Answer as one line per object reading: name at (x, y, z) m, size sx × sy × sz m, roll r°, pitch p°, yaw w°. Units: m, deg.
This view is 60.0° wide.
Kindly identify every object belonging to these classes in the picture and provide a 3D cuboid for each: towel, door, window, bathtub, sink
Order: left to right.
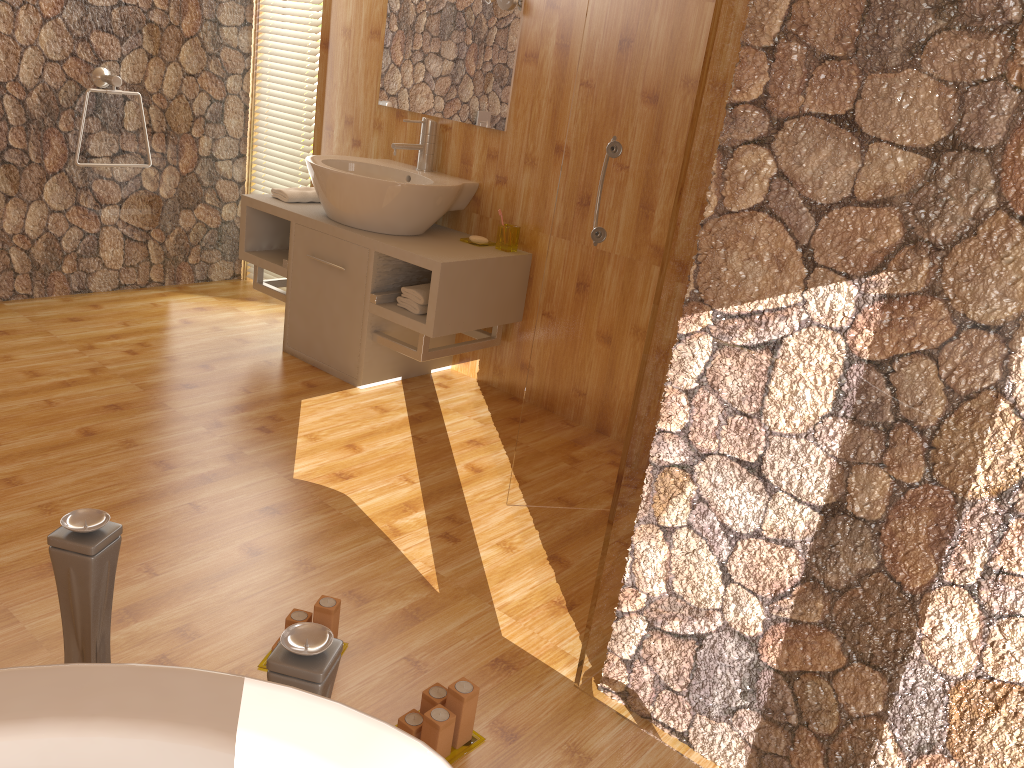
towel at (-0.866, -0.788, 3.678) m, size 0.225 × 0.048 × 0.140 m, roll -11°, pitch 28°, yaw -44°
sink at (-0.490, -0.818, 3.390) m, size 0.634 × 0.409 × 0.533 m, roll 23°, pitch 24°, yaw 34°
towel at (-0.296, -0.303, 3.263) m, size 0.225 × 0.048 × 0.140 m, roll -11°, pitch 28°, yaw -44°
towel at (-0.279, -0.337, 3.252) m, size 0.225 × 0.048 × 0.140 m, roll -11°, pitch 28°, yaw -44°
bathtub at (0.020, 0.767, 0.155) m, size 1.946 × 0.900 × 0.977 m, roll 24°, pitch 25°, yaw 37°
window at (0.422, -0.937, 3.150) m, size 3.964 × 2.164 × 0.010 m, roll 23°, pitch 24°, yaw 34°
door at (0.614, -0.623, 2.361) m, size 0.983 × 2.147 × 0.077 m, roll 4°, pitch 20°, yaw -12°

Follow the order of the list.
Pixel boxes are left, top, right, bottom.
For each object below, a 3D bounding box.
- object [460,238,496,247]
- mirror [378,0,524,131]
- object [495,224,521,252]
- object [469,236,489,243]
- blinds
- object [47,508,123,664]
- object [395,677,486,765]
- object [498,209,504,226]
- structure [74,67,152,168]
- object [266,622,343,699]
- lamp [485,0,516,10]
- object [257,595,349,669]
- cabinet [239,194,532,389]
object at (-0.129, -0.541, 3.373) m, size 0.100 × 0.010 × 0.100 m, roll 23°, pitch 24°, yaw 34°
mirror at (-0.254, -1.302, 3.431) m, size 0.698 × 0.523 × 0.005 m, roll 23°, pitch 24°, yaw 34°
object at (-0.015, -0.546, 3.313) m, size 0.060 × 0.093 × 0.060 m, roll 23°, pitch 24°, yaw 34°
object at (-0.126, -0.549, 3.372) m, size 0.075 × 0.023 × 0.050 m, roll 3°, pitch 20°, yaw -17°
blinds at (-1.016, -1.494, 4.040) m, size 0.420 × 2.178 × 0.042 m, roll 23°, pitch 24°, yaw 34°
object at (0.471, -0.189, 1.502) m, size 2.276 × 1.921 × 0.347 m, roll 5°, pitch 20°, yaw -10°
object at (-0.140, 0.615, 1.671) m, size 0.141 × 0.131 × 0.141 m, roll 23°, pitch 24°, yaw 34°
object at (-0.032, -0.583, 3.300) m, size 0.063 × 0.132 × 0.012 m, roll 0°, pitch 21°, yaw -23°
structure at (-1.666, -1.101, 3.669) m, size 0.133 × 0.387 × 0.332 m, roll 23°, pitch 24°, yaw 34°
object at (-0.304, 0.556, 1.244) m, size 0.080 × 0.478 × 0.080 m, roll 12°, pitch 20°, yaw 8°
lamp at (-0.055, -1.384, 3.160) m, size 0.080 × 0.080 × 0.124 m, roll 23°, pitch 24°, yaw 34°
object at (-0.426, 0.510, 1.839) m, size 0.141 × 0.131 × 0.141 m, roll 12°, pitch 20°, yaw 8°
cabinet at (-0.559, -0.363, 3.559) m, size 1.136 × 0.570 × 0.517 m, roll 23°, pitch 24°, yaw 34°
